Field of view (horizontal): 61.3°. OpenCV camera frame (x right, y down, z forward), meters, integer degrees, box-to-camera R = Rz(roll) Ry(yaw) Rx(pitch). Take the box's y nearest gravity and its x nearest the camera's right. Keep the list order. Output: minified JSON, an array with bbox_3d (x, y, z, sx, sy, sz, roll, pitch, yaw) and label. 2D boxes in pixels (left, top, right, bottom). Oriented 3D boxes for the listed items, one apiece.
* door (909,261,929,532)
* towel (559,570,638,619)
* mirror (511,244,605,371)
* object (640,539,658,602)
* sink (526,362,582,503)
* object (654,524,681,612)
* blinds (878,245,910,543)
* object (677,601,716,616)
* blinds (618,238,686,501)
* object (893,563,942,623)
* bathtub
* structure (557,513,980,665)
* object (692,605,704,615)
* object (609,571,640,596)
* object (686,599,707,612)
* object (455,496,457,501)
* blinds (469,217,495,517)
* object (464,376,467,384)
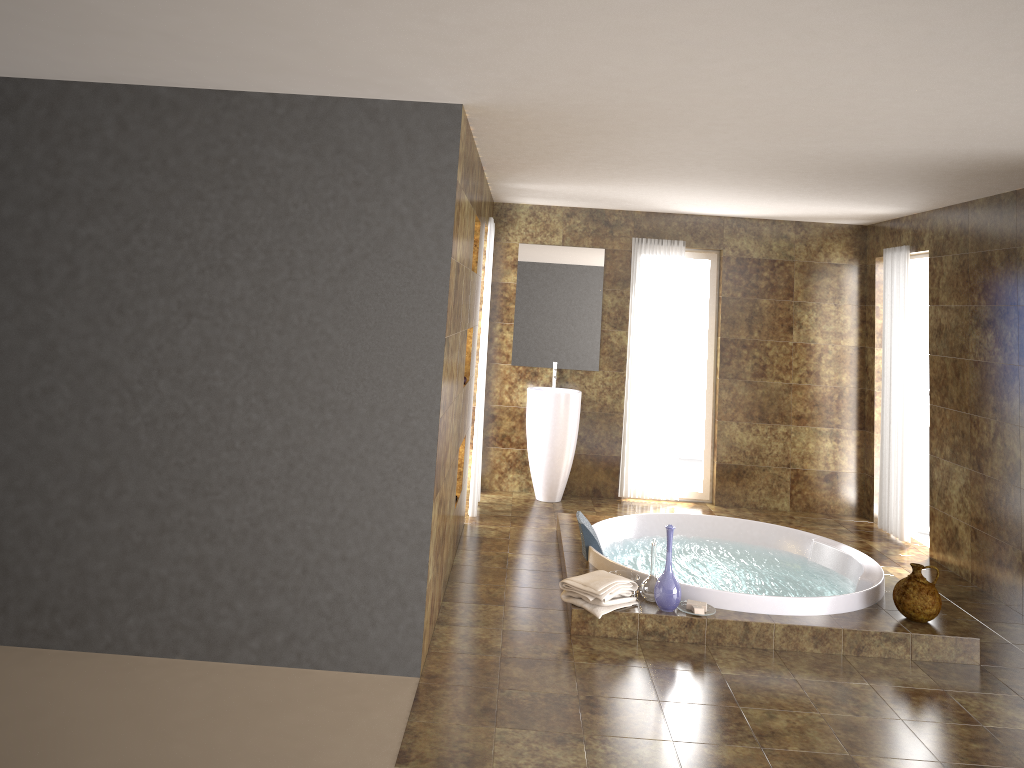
[{"bbox_3d":[3.641,0.108,7.017,0.961,2.258,0.039,0,-8,34],"label":"door"},{"bbox_3d":[0.440,1.055,4.418,0.317,0.152,0.340,1,4,-44],"label":"towel"},{"bbox_3d":[0.411,-0.685,7.659,0.768,1.107,0.008,4,-8,1],"label":"mirror"},{"bbox_3d":[0.737,0.966,4.512,0.130,0.312,0.127,3,-6,9],"label":"object"},{"bbox_3d":[0.340,0.398,7.294,0.459,1.152,0.427,3,-6,4],"label":"sink"},{"bbox_3d":[0.794,0.927,4.382,0.136,0.426,0.132,3,-7,9],"label":"object"},{"bbox_3d":[3.026,0.032,6.854,0.069,2.309,0.473,4,-7,0],"label":"blinds"},{"bbox_3d":[0.929,1.137,4.355,0.189,0.019,0.189,3,5,-10],"label":"object"},{"bbox_3d":[1.240,-0.153,7.542,0.519,2.297,0.066,3,-8,1],"label":"blinds"},{"bbox_3d":[2.093,1.075,4.468,0.228,0.279,0.229,5,-3,-27],"label":"object"},{"bbox_3d":[1.307,1.145,5.243,1.758,0.529,1.731,6,5,32],"label":"bathtub"},{"bbox_3d":[1.308,1.153,5.244,2.004,0.125,1.992,4,5,1],"label":"structure"},{"bbox_3d":[0.925,1.123,4.299,0.053,0.034,0.073,4,3,1],"label":"object"},{"bbox_3d":[0.597,1.063,4.618,0.169,0.076,0.169,3,3,-18],"label":"object"},{"bbox_3d":[0.934,1.121,4.368,0.101,0.033,0.060,5,3,16],"label":"object"},{"bbox_3d":[-0.411,0.585,5.454,0.152,0.278,0.148,4,-5,1],"label":"object"},{"bbox_3d":[-0.220,-0.178,6.834,0.068,2.308,0.587,4,-7,0],"label":"blinds"},{"bbox_3d":[-0.372,-0.150,5.577,0.174,0.289,0.109,4,-6,1],"label":"object"}]
